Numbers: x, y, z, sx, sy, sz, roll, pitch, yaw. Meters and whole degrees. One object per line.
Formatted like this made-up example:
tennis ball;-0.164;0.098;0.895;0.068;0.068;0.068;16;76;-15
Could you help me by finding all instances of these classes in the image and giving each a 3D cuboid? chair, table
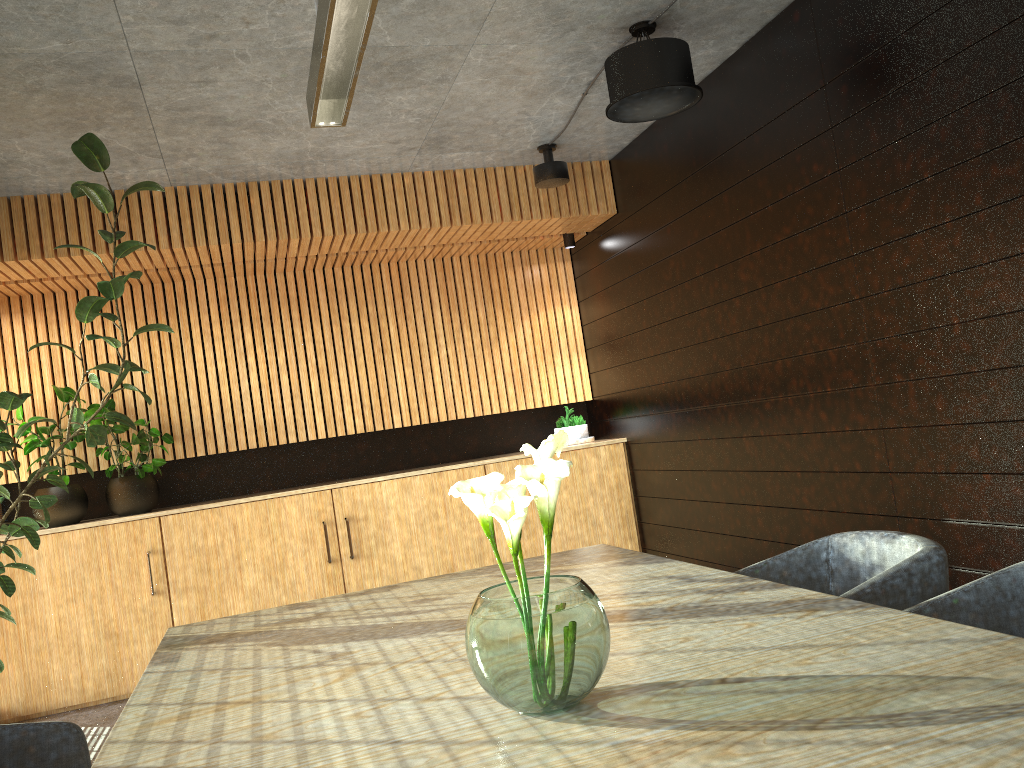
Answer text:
chair;1.328;0.940;2.118;0.761;0.944;0.706;-8;-3;-17
chair;-1.390;1.351;2.240;0.761;0.944;0.706;-8;-3;-17
table;0.148;1.106;1.765;1.816;0.927;3.932;-8;-3;-17
chair;1.081;1.020;2.980;0.761;0.944;0.706;-8;-3;-17

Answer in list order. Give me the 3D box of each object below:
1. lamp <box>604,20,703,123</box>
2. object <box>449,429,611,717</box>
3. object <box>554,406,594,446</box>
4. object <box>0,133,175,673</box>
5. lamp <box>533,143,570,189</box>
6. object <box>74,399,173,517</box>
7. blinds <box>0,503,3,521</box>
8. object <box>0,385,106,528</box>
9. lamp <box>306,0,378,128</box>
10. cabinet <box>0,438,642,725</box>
lamp;0.719;-1.682;4.693;0.513;0.497;0.513;-9;-3;13
object;0.031;0.381;1.821;0.295;0.546;0.322;-8;-3;-7
object;0.517;0.365;7.858;0.384;0.347;0.384;-9;-3;6
object;-2.771;0.484;4.321;1.958;3.266;1.875;-10;-3;22
lamp;-1.590;-1.363;5.940;4.179;0.294;0.257;-8;-3;-17
object;-2.929;0.549;6.672;0.679;0.880;0.512;-8;-3;-13
blinds;-3.731;0.796;6.110;0.039;3.038;1.422;-8;-3;-17
object;-3.434;0.530;6.545;0.666;1.054;0.640;-10;-3;25
lamp;-0.285;-1.584;1.903;0.151;0.618;4.009;-8;-3;-17
cabinet;-1.410;1.434;7.132;4.954;1.272;1.006;-8;-3;-17
